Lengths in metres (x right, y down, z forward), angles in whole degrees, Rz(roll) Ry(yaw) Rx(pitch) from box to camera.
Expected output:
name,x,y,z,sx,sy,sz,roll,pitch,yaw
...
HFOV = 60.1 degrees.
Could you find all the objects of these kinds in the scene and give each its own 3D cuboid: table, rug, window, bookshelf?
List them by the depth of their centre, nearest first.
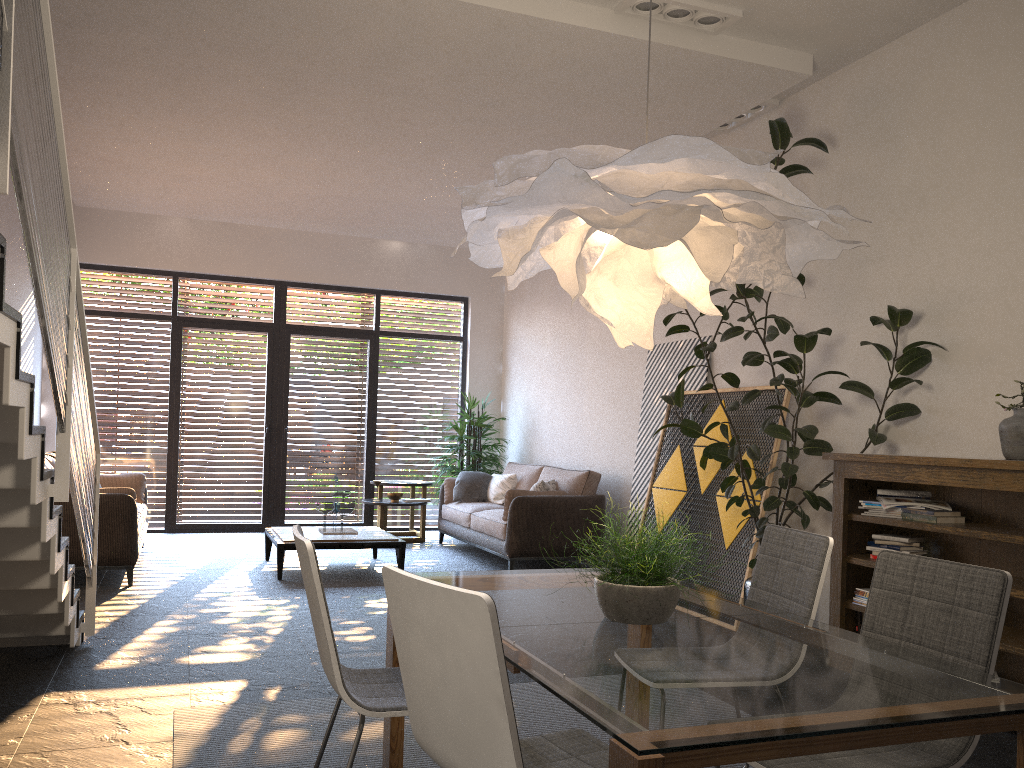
name,x,y,z,sx,sy,sz,roll,pitch,yaw
table,0.340,1.004,2.427,0.998,0.714,1.801,3,-3,-21
rug,0.327,1.358,2.443,2.372,0.006,3.688,3,-4,-21
bookshelf,2.235,0.932,4.048,0.451,1.171,1.920,2,-2,-21
table,-1.572,1.452,7.732,1.050,0.307,1.116,3,-3,-21
window,-2.780,0.233,10.416,4.945,3.027,0.459,3,-1,-21

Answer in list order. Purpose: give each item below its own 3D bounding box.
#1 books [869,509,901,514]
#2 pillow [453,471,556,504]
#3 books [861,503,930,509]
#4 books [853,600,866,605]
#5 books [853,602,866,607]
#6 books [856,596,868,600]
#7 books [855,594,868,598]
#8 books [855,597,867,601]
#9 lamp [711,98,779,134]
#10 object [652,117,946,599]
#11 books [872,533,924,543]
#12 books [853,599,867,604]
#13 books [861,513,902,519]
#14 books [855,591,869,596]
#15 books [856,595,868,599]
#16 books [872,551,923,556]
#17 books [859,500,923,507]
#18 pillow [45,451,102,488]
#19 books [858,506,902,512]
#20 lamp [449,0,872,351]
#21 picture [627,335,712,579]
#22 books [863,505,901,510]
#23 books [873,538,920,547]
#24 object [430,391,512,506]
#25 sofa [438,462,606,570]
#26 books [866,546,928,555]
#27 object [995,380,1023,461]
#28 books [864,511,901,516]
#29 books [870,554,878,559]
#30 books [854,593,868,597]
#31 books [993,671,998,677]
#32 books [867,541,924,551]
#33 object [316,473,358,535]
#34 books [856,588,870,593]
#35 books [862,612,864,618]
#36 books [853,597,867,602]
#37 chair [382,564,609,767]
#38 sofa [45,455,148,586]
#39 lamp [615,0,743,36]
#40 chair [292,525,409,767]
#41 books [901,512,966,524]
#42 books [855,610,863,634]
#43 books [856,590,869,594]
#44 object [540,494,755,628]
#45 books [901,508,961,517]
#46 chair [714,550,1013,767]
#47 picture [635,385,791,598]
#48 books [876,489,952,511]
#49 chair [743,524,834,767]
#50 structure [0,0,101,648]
name,x,y,z,sx,sy,sz,roll,pitch,yaw
books,2.070,0.672,4.643,0.318,0.011,0.253,-1,-4,36
pillow,-0.090,1.072,8.819,0.619,0.342,1.894,3,-3,-20
books,2.054,0.642,4.685,0.318,0.011,0.253,-1,-4,41
books,1.969,1.158,4.613,0.218,0.007,0.305,3,-3,-16
books,1.969,1.165,4.611,0.219,0.008,0.305,3,-4,-21
books,1.976,1.131,4.614,0.218,0.008,0.288,3,-3,-15
books,1.974,1.121,4.608,0.219,0.008,0.288,3,-3,-16
books,1.975,1.137,4.614,0.218,0.008,0.288,3,-3,-15
lamp,1.587,-1.923,6.281,0.253,0.066,0.645,3,-3,-20
object,1.521,-0.029,5.304,0.908,3.198,2.011,2,-1,-43
books,2.045,0.816,4.691,0.155,0.020,0.205,4,-4,-35
books,1.970,1.150,4.611,0.219,0.008,0.305,3,-3,-16
books,2.046,0.693,4.660,0.318,0.011,0.253,-1,-4,43
books,1.976,1.106,4.606,0.218,0.008,0.305,3,-3,-17
books,1.979,1.125,4.606,0.218,0.006,0.305,3,-3,-16
books,2.042,0.901,4.691,0.155,0.022,0.205,5,-4,-40
books,2.053,0.632,4.693,0.253,0.011,0.318,5,-5,-44
pillow,-3.964,0.958,7.852,0.955,0.707,1.019,2,-2,4
books,2.046,0.662,4.680,0.253,0.011,0.318,4,-4,-39
lamp,0.449,-2.683,2.450,1.118,5.210,1.062,2,0,-10
picture,1.227,0.653,7.155,0.208,2.018,0.958,2,-1,-21
books,2.054,0.651,4.666,0.318,0.011,0.253,-1,-4,41
books,2.038,0.837,4.695,0.221,0.023,0.147,1,-3,21
object,-0.490,0.932,10.362,0.913,1.722,0.980,1,-1,35
sofa,0.036,1.262,8.828,0.994,0.919,2.322,3,-3,-20
books,2.040,0.881,4.695,0.175,0.019,0.244,4,-4,-35
object,2.343,0.142,4.021,0.386,0.412,0.275,3,-2,-42
books,2.056,0.683,4.654,0.318,0.011,0.253,-1,-4,39
books,2.047,0.923,4.693,0.159,0.021,0.224,4,-4,-35
books,1.974,1.113,4.605,0.218,0.008,0.305,3,-3,-17
books,2.181,1.406,4.219,0.258,0.050,0.271,0,-4,24
books,2.036,0.859,4.702,0.163,0.023,0.232,3,-3,-20
object,-0.789,-1.156,3.544,0.366,4.470,8.916,2,-3,-9
books,1.980,1.090,4.605,0.219,0.013,0.305,3,-3,-16
books,1.993,1.345,4.788,0.171,0.234,0.100,2,-1,-21
books,1.968,1.142,4.613,0.219,0.013,0.305,3,-3,-16
chair,0.051,0.866,1.943,0.602,0.919,0.475,3,-1,-35
sofa,-3.624,1.066,7.451,0.994,0.919,2.322,3,-3,-20
lamp,0.903,-2.031,4.797,0.645,0.066,0.253,3,-3,-21
chair,-0.345,0.891,2.593,0.602,0.919,0.475,2,-1,-18
books,2.116,0.674,4.455,0.180,0.034,0.243,3,-3,-17
books,1.969,1.343,4.852,0.171,0.241,0.084,2,-1,-21
books,1.981,1.099,4.607,0.218,0.008,0.305,3,-3,-16
object,0.367,0.482,2.445,0.532,0.367,0.668,3,-3,-25
books,2.109,0.645,4.461,0.166,0.024,0.227,3,-3,-16
chair,0.861,0.909,2.248,0.602,0.919,0.475,2,-1,-20
picture,1.362,0.826,6.396,0.386,1.604,1.498,2,-2,-21
books,2.089,0.615,4.622,0.322,0.109,0.273,1,-3,14
chair,0.691,0.945,2.969,0.602,0.919,0.475,2,-1,-11
structure,0.366,-2.856,1.352,4.237,8.304,8.463,2,-2,-21
